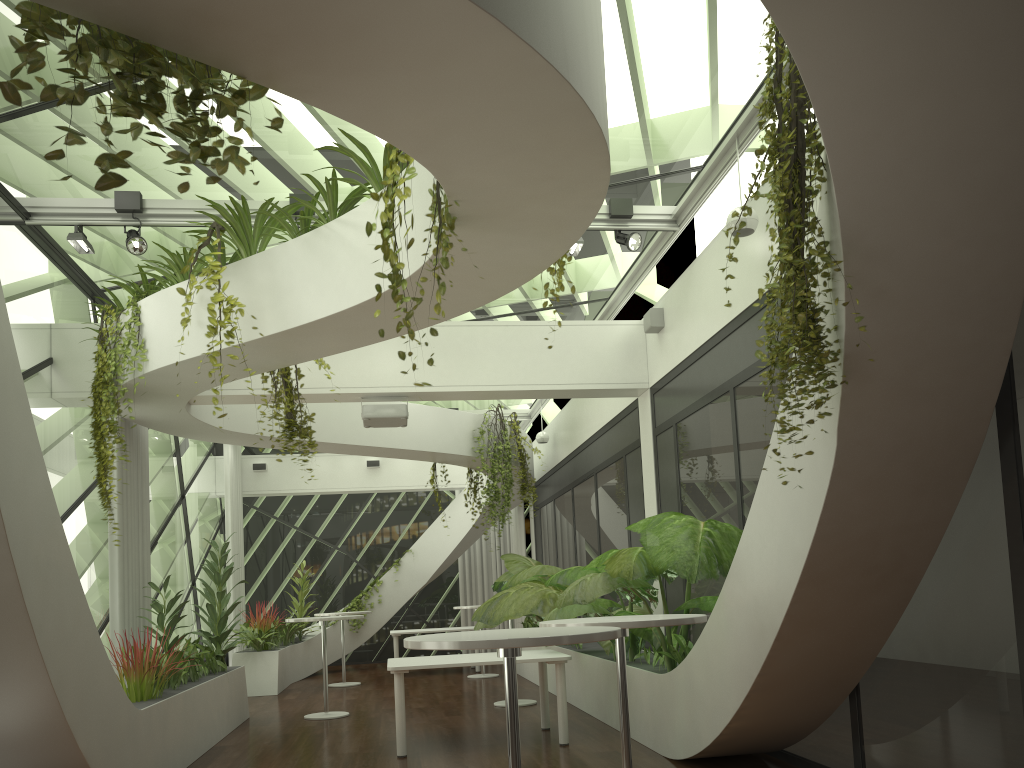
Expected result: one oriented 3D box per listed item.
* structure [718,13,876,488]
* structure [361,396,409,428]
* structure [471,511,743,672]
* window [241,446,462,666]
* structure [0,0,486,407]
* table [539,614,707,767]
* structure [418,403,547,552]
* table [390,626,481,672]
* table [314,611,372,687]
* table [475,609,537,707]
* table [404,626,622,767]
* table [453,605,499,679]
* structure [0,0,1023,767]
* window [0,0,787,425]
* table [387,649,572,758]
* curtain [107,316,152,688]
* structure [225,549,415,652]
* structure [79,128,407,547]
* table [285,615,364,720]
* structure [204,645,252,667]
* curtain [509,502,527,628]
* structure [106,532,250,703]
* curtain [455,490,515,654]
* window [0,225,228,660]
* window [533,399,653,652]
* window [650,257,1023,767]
[{"bbox_3d":[1.210,-0.653,3.490,0.615,2.085,1.082,-3,-6,4],"label":"structure"},{"bbox_3d":[-1.258,0.272,8.659,0.462,0.272,0.396,-1,-11,-8],"label":"structure"},{"bbox_3d":[0.362,2.567,9.499,1.781,1.684,9.113,-1,-13,-8],"label":"structure"},{"bbox_3d":[-2.634,3.339,17.764,5.733,4.578,0.038,-1,-5,-8],"label":"window"},{"bbox_3d":[-1.149,-0.769,2.684,3.228,1.828,1.247,8,-12,-42],"label":"structure"},{"bbox_3d":[0.596,1.752,4.490,0.856,1.080,0.873,1,-9,-23],"label":"table"},{"bbox_3d":[-0.437,1.342,12.362,1.643,2.042,1.457,5,-11,-43],"label":"structure"},{"bbox_3d":[-1.281,4.492,14.728,1.499,0.707,1.092,-1,-11,-8],"label":"table"},{"bbox_3d":[-2.539,4.010,13.249,0.862,1.080,0.867,-7,-9,27],"label":"table"},{"bbox_3d":[0.028,3.105,10.002,0.862,1.080,0.867,-7,-9,27],"label":"table"},{"bbox_3d":[0.029,1.525,3.427,0.856,1.080,0.873,1,-9,-23],"label":"table"},{"bbox_3d":[-0.454,3.978,13.540,0.862,1.080,0.867,-7,-9,27],"label":"table"},{"bbox_3d":[-0.961,0.803,4.868,5.916,4.144,24.934,-2,-13,-3],"label":"structure"},{"bbox_3d":[-1.652,-0.947,9.717,5.683,0.054,17.120,-1,-14,-8],"label":"window"},{"bbox_3d":[-0.300,2.714,7.523,1.499,0.707,1.092,-1,-11,-8],"label":"table"},{"bbox_3d":[-3.912,1.459,8.952,0.160,4.030,1.061,-2,-5,-9],"label":"curtain"},{"bbox_3d":[-3.578,3.572,14.547,2.046,1.641,4.848,-7,-13,23],"label":"structure"},{"bbox_3d":[-2.021,-0.021,6.662,1.453,2.277,4.700,4,-13,-44],"label":"structure"},{"bbox_3d":[-2.058,3.137,9.712,0.862,1.080,0.867,-7,-9,27],"label":"table"},{"bbox_3d":[-4.180,3.535,9.698,0.258,0.494,15.497,-2,-13,-8],"label":"structure"},{"bbox_3d":[0.136,3.216,17.092,0.160,4.030,1.015,-2,-5,-10],"label":"curtain"},{"bbox_3d":[-2.964,2.022,7.804,0.853,1.569,3.405,-2,-12,-9],"label":"structure"},{"bbox_3d":[-0.490,3.419,17.812,1.229,4.030,0.162,-2,-4,-9],"label":"curtain"},{"bbox_3d":[-4.343,1.348,9.145,0.084,4.551,17.153,-2,-13,-8],"label":"window"},{"bbox_3d":[0.960,2.611,12.634,0.050,3.181,7.353,-2,-12,-8],"label":"window"},{"bbox_3d":[1.971,0.777,5.204,0.050,3.181,7.262,-2,-12,-8],"label":"window"}]
